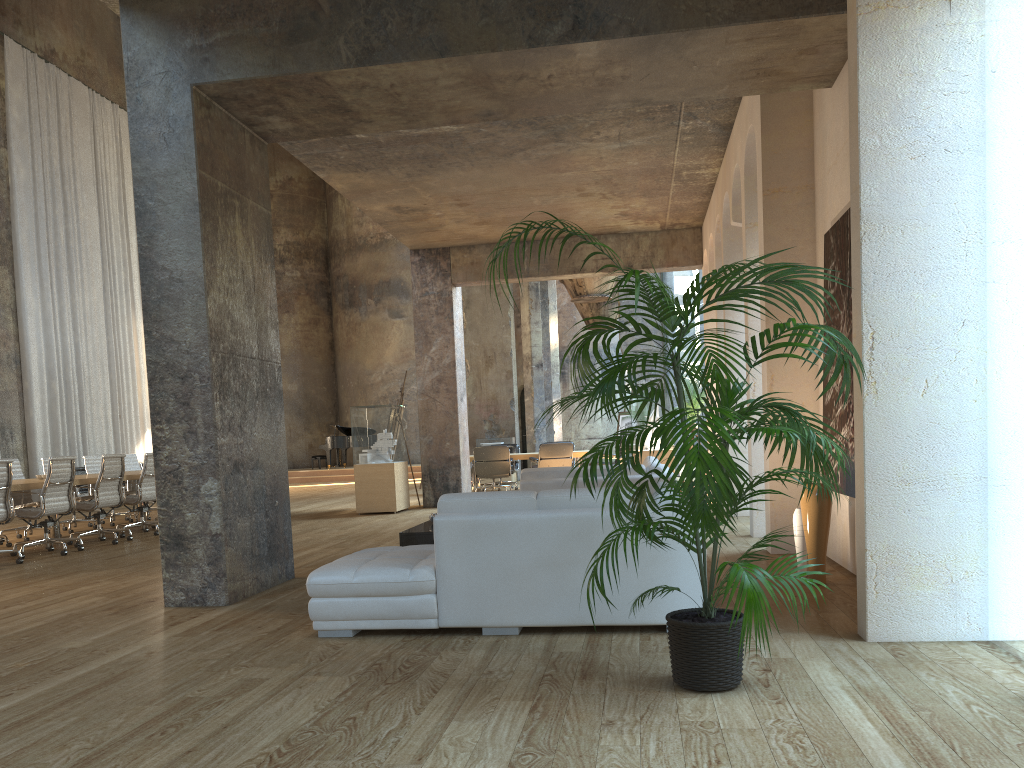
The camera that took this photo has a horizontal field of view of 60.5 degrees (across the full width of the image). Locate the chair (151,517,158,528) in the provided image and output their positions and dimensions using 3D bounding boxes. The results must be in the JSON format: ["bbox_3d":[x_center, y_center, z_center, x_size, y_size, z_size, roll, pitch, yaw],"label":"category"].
[{"bbox_3d":[-4.548,1.425,11.851,0.700,1.032,0.661,-2,2,14],"label":"chair"}]

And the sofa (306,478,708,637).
[{"bbox_3d":[0.006,0.940,4.923,2.069,0.726,1.067,-3,-1,8],"label":"sofa"}]

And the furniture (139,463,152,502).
[{"bbox_3d":[-7.320,2.102,19.307,0.709,0.845,1.864,-2,-2,8],"label":"furniture"}]

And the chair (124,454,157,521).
[{"bbox_3d":[-5.692,1.594,13.751,0.699,1.032,0.661,-2,2,12],"label":"chair"}]

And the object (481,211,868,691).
[{"bbox_3d":[0.645,0.263,3.409,1.403,1.825,1.348,-2,1,14],"label":"object"}]

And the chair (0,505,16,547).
[{"bbox_3d":[-6.194,1.396,10.166,0.699,1.032,0.661,-2,2,8],"label":"chair"}]

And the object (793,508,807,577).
[{"bbox_3d":[1.903,1.041,5.778,0.101,0.455,0.100,0,5,33],"label":"object"}]

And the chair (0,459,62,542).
[{"bbox_3d":[-6.073,1.448,11.088,0.700,1.032,0.661,-2,2,14],"label":"chair"}]

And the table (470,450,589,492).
[{"bbox_3d":[0.270,1.639,16.288,2.411,0.704,1.100,-3,-1,8],"label":"table"}]

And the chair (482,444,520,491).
[{"bbox_3d":[-0.223,1.618,17.121,0.730,0.898,0.817,-2,1,15],"label":"chair"}]

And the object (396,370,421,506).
[{"bbox_3d":[-1.816,0.878,13.683,0.685,2.161,0.695,-2,3,7],"label":"object"}]

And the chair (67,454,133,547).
[{"bbox_3d":[-4.802,1.328,10.095,0.700,1.032,0.661,-2,2,14],"label":"chair"}]

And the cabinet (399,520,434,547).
[{"bbox_3d":[-0.504,1.263,6.921,0.396,0.371,1.556,-3,-3,8],"label":"cabinet"}]

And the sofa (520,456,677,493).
[{"bbox_3d":[0.603,1.167,9.072,2.065,0.725,2.917,-3,-3,8],"label":"sofa"}]

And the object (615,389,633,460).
[{"bbox_3d":[2.981,1.184,22.192,0.702,2.161,0.679,0,4,37],"label":"object"}]

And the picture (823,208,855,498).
[{"bbox_3d":[2.091,-0.190,5.433,0.069,1.782,1.494,-2,1,8],"label":"picture"}]

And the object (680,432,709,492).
[{"bbox_3d":[2.750,1.223,13.560,0.656,0.979,0.569,-4,2,-28],"label":"object"}]

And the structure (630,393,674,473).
[{"bbox_3d":[2.101,0.939,13.154,0.595,1.558,0.737,-2,3,8],"label":"structure"}]

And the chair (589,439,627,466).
[{"bbox_3d":[1.738,1.463,16.062,0.821,0.898,0.726,-3,1,3],"label":"chair"}]

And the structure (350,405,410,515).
[{"bbox_3d":[-1.910,1.102,12.819,0.595,1.558,0.737,-2,3,8],"label":"structure"}]

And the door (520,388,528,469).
[{"bbox_3d":[0.564,1.339,27.304,0.110,2.649,0.901,-6,5,-40],"label":"door"}]

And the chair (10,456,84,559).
[{"bbox_3d":[-4.930,1.278,9.188,0.699,1.032,0.661,-2,2,12],"label":"chair"}]

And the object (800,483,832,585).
[{"bbox_3d":[1.897,0.932,5.475,0.174,0.635,0.236,-3,3,-4],"label":"object"}]

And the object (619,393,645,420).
[{"bbox_3d":[2.673,0.585,18.590,0.859,0.946,0.684,-2,2,11],"label":"object"}]

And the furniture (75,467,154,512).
[{"bbox_3d":[-7.659,1.972,16.949,0.709,0.845,1.864,-2,-2,8],"label":"furniture"}]

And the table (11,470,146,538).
[{"bbox_3d":[-5.332,1.573,11.553,1.602,0.762,7.685,-3,-3,8],"label":"table"}]

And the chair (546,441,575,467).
[{"bbox_3d":[0.880,1.558,16.958,0.730,0.898,0.817,-2,1,9],"label":"chair"}]

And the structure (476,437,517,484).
[{"bbox_3d":[-0.338,1.698,19.332,0.744,1.021,0.731,-2,2,8],"label":"structure"}]

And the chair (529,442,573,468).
[{"bbox_3d":[0.671,1.479,15.526,0.728,0.898,0.819,-3,1,-18],"label":"chair"}]

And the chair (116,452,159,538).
[{"bbox_3d":[-4.676,1.377,10.982,0.700,1.032,0.661,-2,2,17],"label":"chair"}]

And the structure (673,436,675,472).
[{"bbox_3d":[2.854,1.442,17.540,0.735,1.021,0.739,-2,2,8],"label":"structure"}]

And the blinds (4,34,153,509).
[{"bbox_3d":[-8.445,-1.789,19.916,0.275,8.698,7.787,-2,1,9],"label":"blinds"}]

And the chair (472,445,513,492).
[{"bbox_3d":[-0.333,1.532,15.643,0.730,0.898,0.817,-3,1,2],"label":"chair"}]

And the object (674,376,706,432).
[{"bbox_3d":[2.769,0.266,13.487,0.688,0.945,0.856,-3,1,-1],"label":"object"}]

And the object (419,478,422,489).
[{"bbox_3d":[-1.552,1.180,18.763,0.701,2.161,0.679,0,5,40],"label":"object"}]

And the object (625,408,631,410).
[{"bbox_3d":[3.043,0.718,21.016,0.689,0.946,0.854,-2,1,29],"label":"object"}]

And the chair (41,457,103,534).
[{"bbox_3d":[-5.945,1.495,11.957,0.700,1.032,0.661,-2,2,17],"label":"chair"}]

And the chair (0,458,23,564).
[{"bbox_3d":[-5.067,1.227,8.252,0.700,1.032,0.661,-2,2,14],"label":"chair"}]

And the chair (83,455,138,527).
[{"bbox_3d":[-5.820,1.544,12.845,0.700,1.032,0.661,-2,2,14],"label":"chair"}]
